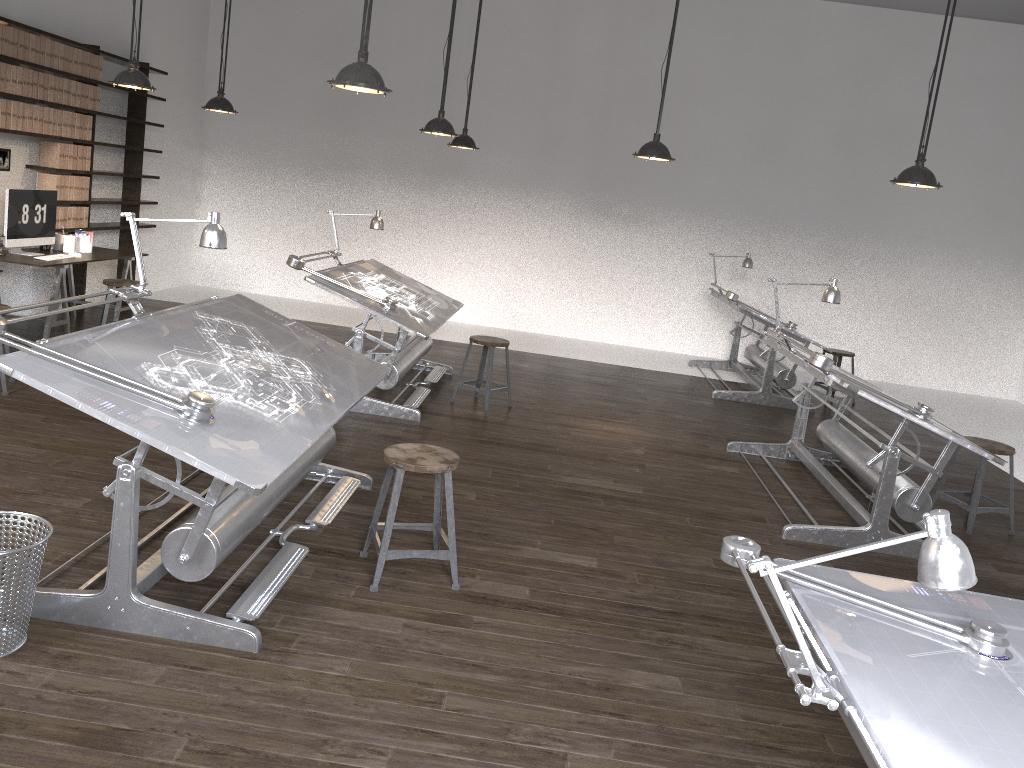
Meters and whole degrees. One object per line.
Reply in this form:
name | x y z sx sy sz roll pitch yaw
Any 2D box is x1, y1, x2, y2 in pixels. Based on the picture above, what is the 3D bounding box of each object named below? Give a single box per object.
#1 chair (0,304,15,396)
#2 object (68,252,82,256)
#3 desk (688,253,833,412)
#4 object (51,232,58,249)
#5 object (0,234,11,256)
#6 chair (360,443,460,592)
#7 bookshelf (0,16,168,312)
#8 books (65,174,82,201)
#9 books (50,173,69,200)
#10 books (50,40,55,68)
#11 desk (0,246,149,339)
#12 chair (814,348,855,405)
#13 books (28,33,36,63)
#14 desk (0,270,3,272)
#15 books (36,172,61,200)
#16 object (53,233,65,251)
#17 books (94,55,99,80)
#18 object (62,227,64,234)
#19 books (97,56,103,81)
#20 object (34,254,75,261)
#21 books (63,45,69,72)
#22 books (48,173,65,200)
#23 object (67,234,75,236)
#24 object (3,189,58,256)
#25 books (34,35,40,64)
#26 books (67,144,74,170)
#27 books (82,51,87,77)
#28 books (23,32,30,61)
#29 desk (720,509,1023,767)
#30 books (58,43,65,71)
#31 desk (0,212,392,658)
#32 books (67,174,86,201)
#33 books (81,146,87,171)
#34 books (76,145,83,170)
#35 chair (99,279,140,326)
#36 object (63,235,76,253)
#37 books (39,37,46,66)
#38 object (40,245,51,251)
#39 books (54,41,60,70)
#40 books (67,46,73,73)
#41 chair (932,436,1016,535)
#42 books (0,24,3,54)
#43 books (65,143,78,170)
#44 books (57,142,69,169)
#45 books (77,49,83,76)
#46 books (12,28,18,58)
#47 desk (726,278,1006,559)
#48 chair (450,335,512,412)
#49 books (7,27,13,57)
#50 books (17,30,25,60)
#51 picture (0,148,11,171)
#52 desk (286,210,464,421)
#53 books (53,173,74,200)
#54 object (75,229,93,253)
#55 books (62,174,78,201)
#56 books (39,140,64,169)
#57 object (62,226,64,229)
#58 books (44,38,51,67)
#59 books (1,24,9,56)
chair | -3.317 -0.227 5.534 0.358 0.524 0.375 3 11 -24
object | -3.635 -1.080 7.368 0.106 0.028 0.059 7 11 -1
desk | 2.498 -0.646 9.176 1.077 1.375 2.086 8 11 2
object | -3.963 -1.232 7.619 0.095 0.143 0.095 11 10 19
object | -3.965 -1.058 6.725 0.203 0.159 0.287 7 11 -5
chair | -0.407 0.546 3.697 0.371 0.524 0.362 4 10 -19
bookshelf | -4.327 -0.909 5.094 0.373 3.180 9.256 8 11 2
books | -4.005 -1.782 8.039 0.174 0.224 0.067 8 9 2
books | -4.026 -1.742 7.833 0.174 0.224 0.067 8 9 2
books | -3.899 -2.746 7.351 0.174 0.224 0.067 8 9 3
desk | -3.790 -0.763 7.452 0.656 0.664 1.683 8 11 2
chair | 3.324 -0.082 9.135 0.371 0.524 0.362 4 10 -19
books | -3.914 -2.691 7.078 0.174 0.224 0.067 8 9 2
desk | -3.928 -0.343 5.338 0.656 0.664 1.683 8 11 2
books | -4.029 -1.713 7.695 0.174 0.224 0.067 8 9 3
object | -3.872 -1.211 7.576 0.096 0.142 0.097 11 10 19
books | -3.857 -2.883 8.040 0.174 0.224 0.067 8 9 2
object | -3.876 -1.265 7.682 0.055 0.179 0.007 5 9 -16
books | -3.848 -2.896 8.108 0.174 0.224 0.067 8 9 3
object | -3.643 -1.009 7.061 0.118 0.017 0.443 7 12 -2
books | -3.887 -2.786 7.554 0.174 0.224 0.067 8 9 3
books | -4.028 -1.728 7.764 0.174 0.224 0.067 8 9 2
object | -3.803 -1.214 7.632 0.068 0.153 0.068 4 10 -21
object | -3.859 -1.291 7.050 0.204 0.514 0.648 8 11 2
books | -3.914 -2.706 7.148 0.174 0.224 0.067 8 9 3
books | -3.982 -2.016 7.830 0.174 0.224 0.067 8 9 2
books | -3.863 -2.841 7.834 0.174 0.224 0.067 8 9 3
books | -3.923 -2.678 7.008 0.174 0.224 0.067 8 9 2
desk | 0.926 0.805 1.660 1.171 1.179 1.279 8 10 2
books | -3.887 -2.772 7.484 0.174 0.224 0.067 8 9 2
desk | -1.235 0.003 3.636 1.077 1.375 2.299 8 11 2
books | -4.005 -1.795 8.101 0.174 0.224 0.067 8 9 3
books | -3.972 -2.060 8.048 0.174 0.224 0.067 8 9 2
books | -3.972 -2.044 7.974 0.174 0.224 0.067 8 9 3
chair | -3.227 -0.586 7.323 0.371 0.524 0.362 2 11 -29
object | -3.771 -1.191 7.545 0.095 0.143 0.095 13 11 28
books | -3.909 -2.719 7.218 0.174 0.224 0.067 8 9 3
object | -3.931 -1.193 7.464 0.091 0.141 0.097 5 10 -18
books | -3.894 -2.758 7.413 0.174 0.224 0.067 8 9 3
books | -3.884 -2.800 7.623 0.174 0.224 0.067 8 9 3
chair | 2.874 0.620 5.465 0.371 0.524 0.362 4 10 -19
books | -3.939 -2.608 6.662 0.174 0.224 0.067 8 9 3
books | -3.982 -2.030 7.900 0.174 0.224 0.067 8 9 2
books | -3.991 -2.002 7.760 0.174 0.224 0.067 8 9 3
books | -3.868 -2.827 7.763 0.174 0.224 0.067 8 9 2
books | -3.933 -2.648 6.861 0.174 0.224 0.067 8 9 2
desk | 2.049 0.055 5.510 1.077 1.375 2.086 8 11 2
chair | -0.207 -0.090 6.889 0.360 0.524 0.373 13 11 30
books | -3.935 -2.635 6.796 0.174 0.224 0.067 8 9 3
books | -3.923 -2.662 6.934 0.174 0.224 0.067 8 9 3
picture | -4.198 -1.841 7.259 0.023 0.182 0.253 8 11 2
desk | -1.019 -0.656 6.946 1.077 1.375 2.086 8 11 2
books | -4.017 -1.755 7.902 0.174 0.224 0.067 8 9 3
object | -3.728 -1.239 7.708 0.145 0.194 0.145 3 11 -25
books | -4.009 -1.769 7.973 0.174 0.224 0.067 8 9 3
books | -3.995 -1.989 7.690 0.174 0.224 0.067 8 9 3
object | -3.890 -1.267 7.685 0.045 0.203 0.007 5 9 -17
books | -3.899 -2.732 7.285 0.174 0.224 0.067 8 9 2
books | -3.935 -2.622 6.734 0.174 0.224 0.067 8 9 2
